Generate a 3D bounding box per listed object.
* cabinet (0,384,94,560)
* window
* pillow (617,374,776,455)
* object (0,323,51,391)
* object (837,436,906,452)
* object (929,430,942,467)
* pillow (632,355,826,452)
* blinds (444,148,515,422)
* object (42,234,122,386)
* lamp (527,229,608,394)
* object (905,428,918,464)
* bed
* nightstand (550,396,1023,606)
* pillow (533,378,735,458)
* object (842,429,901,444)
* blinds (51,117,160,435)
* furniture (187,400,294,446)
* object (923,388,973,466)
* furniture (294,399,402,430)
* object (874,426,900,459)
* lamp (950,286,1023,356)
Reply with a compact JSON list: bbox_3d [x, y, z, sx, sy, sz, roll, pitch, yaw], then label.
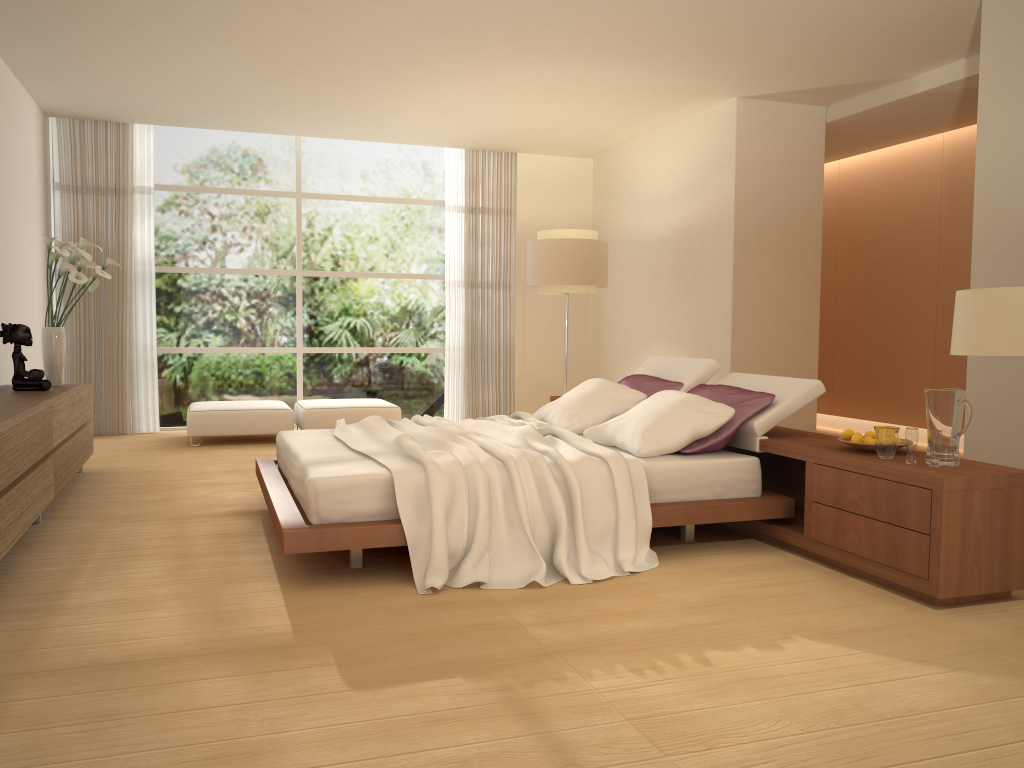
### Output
[{"bbox_3d":[-2.844,0.448,4.870,0.588,0.662,3.713,-1,4,-19],"label":"cabinet"},{"bbox_3d":[-2.332,-1.212,9.705,4.781,3.371,0.071,-1,4,-19],"label":"window"},{"bbox_3d":[0.877,0.153,5.419,0.575,0.369,1.683,-1,4,-19],"label":"pillow"},{"bbox_3d":[-3.239,-0.181,5.913,0.282,0.453,0.181,-1,4,-19],"label":"object"},{"bbox_3d":[1.732,0.294,4.234,0.337,0.053,0.337,0,4,-6],"label":"object"},{"bbox_3d":[1.796,0.273,3.764,0.052,0.154,0.052,0,4,-1],"label":"object"},{"bbox_3d":[1.185,0.076,5.531,0.461,0.457,1.779,-1,4,-20],"label":"pillow"},{"bbox_3d":[-0.361,-1.209,10.060,0.814,3.351,0.202,-1,4,-20],"label":"blinds"},{"bbox_3d":[-3.167,-0.533,6.438,0.608,1.085,0.515,3,4,29],"label":"object"},{"bbox_3d":[0.522,-0.431,8.475,0.817,2.018,0.817,2,4,24],"label":"lamp"},{"bbox_3d":[1.727,0.268,3.834,0.052,0.154,0.052,0,4,-1],"label":"object"},{"bbox_3d":[-0.085,0.507,5.059,2.535,0.570,2.599,-1,4,-19],"label":"bed"},{"bbox_3d":[1.237,0.500,5.574,0.493,0.539,4.220,-1,4,-19],"label":"nightstand"},{"bbox_3d":[0.624,0.171,5.325,0.561,0.339,1.720,-1,4,-19],"label":"pillow"},{"bbox_3d":[1.721,0.265,4.246,0.259,0.084,0.230,4,5,41],"label":"object"},{"bbox_3d":[-4.048,-1.163,8.841,0.950,3.352,0.211,-1,4,-20],"label":"blinds"},{"bbox_3d":[-2.661,0.365,8.669,0.965,0.346,0.964,-1,4,-19],"label":"furniture"},{"bbox_3d":[1.871,0.183,3.817,0.227,0.328,0.159,3,5,39],"label":"object"},{"bbox_3d":[-1.682,0.352,9.007,0.965,0.346,0.964,-1,4,-19],"label":"furniture"},{"bbox_3d":[1.681,0.264,3.982,0.110,0.141,0.110,2,4,23],"label":"object"},{"bbox_3d":[1.745,-1.292,2.927,0.451,2.399,0.451,-1,4,-21],"label":"lamp"}]
